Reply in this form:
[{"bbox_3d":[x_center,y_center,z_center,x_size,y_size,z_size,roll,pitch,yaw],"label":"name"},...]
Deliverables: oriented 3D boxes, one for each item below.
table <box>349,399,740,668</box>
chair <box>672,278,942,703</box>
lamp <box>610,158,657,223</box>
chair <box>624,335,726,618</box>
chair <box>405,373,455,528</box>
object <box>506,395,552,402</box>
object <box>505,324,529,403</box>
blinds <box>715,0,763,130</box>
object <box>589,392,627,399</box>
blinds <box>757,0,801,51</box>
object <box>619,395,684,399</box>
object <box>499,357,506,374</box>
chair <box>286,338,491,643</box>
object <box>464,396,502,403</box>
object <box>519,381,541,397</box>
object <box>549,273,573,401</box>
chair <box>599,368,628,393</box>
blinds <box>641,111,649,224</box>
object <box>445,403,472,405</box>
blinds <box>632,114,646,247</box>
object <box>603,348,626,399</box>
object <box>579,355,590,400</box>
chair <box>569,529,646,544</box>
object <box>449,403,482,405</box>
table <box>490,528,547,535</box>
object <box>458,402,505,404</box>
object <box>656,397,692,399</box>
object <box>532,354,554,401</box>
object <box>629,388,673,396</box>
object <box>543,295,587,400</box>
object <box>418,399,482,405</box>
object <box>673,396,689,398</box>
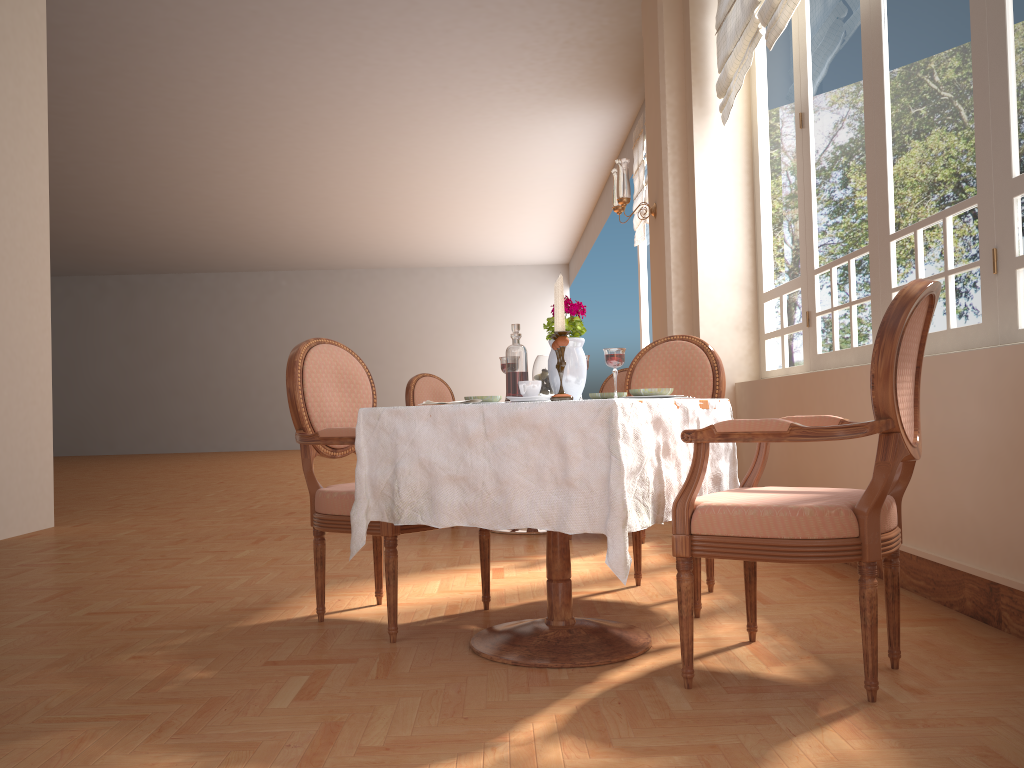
[{"bbox_3d":[0.123,0.391,2.514,0.829,0.680,0.836,-3,-2,33],"label":"table"},{"bbox_3d":[0.729,0.237,2.148,0.593,0.931,0.521,-3,-2,32],"label":"chair"},{"bbox_3d":[0.794,-1.248,5.777,0.274,0.362,0.320,-2,-2,-1],"label":"lamp"},{"bbox_3d":[0.494,0.277,3.109,0.521,0.931,0.593,-2,-2,32],"label":"chair"},{"bbox_3d":[-0.364,0.384,5.523,0.593,0.931,0.521,-3,-2,44],"label":"chair"},{"bbox_3d":[0.050,0.041,2.403,0.119,0.016,0.119,-2,-2,19],"label":"object"},{"bbox_3d":[0.013,-0.058,2.500,0.074,0.222,0.074,-1,-1,-22],"label":"object"},{"bbox_3d":[1.226,-2.177,4.833,0.072,1.376,0.844,-2,-1,0],"label":"blinds"},{"bbox_3d":[0.295,0.040,2.725,0.117,0.024,0.117,-1,-2,-22],"label":"object"},{"bbox_3d":[1.238,-2.276,4.008,0.085,1.235,0.787,-2,-1,-1],"label":"blinds"},{"bbox_3d":[0.373,0.036,2.372,0.171,0.005,0.171,0,-3,-41],"label":"object"},{"bbox_3d":[-0.005,-0.011,2.587,0.062,0.135,0.062,-2,-2,30],"label":"object"},{"bbox_3d":[-0.428,0.295,2.900,0.593,0.931,0.521,-3,-2,32],"label":"chair"},{"bbox_3d":[-0.088,0.050,2.720,0.117,0.024,0.117,-2,-2,9],"label":"object"},{"bbox_3d":[0.043,0.017,2.400,0.078,0.049,0.062,-1,-2,-29],"label":"object"},{"bbox_3d":[0.124,-0.117,2.290,0.059,0.325,0.177,-2,-1,-2],"label":"object"},{"bbox_3d":[0.581,0.359,5.547,0.521,0.931,0.593,-3,-2,44],"label":"chair"},{"bbox_3d":[1.307,-2.126,8.403,0.085,1.235,0.699,-2,-1,-1],"label":"blinds"},{"bbox_3d":[-0.165,0.058,2.598,0.125,0.006,0.027,-3,-2,32],"label":"object"},{"bbox_3d":[1.310,-2.070,9.192,0.038,1.292,0.689,-2,-1,-1],"label":"blinds"},{"bbox_3d":[0.274,-0.026,2.355,0.062,0.135,0.062,-2,-2,30],"label":"object"},{"bbox_3d":[0.201,-0.016,2.606,0.062,0.135,0.062,-2,-2,30],"label":"object"},{"bbox_3d":[0.622,0.324,4.559,0.593,0.931,0.521,-3,-2,44],"label":"chair"},{"bbox_3d":[-0.139,0.060,2.637,0.127,0.004,0.013,-3,-2,33],"label":"object"},{"bbox_3d":[0.107,0.481,5.035,0.829,0.677,0.831,-3,-2,44],"label":"table"},{"bbox_3d":[-0.088,0.061,2.720,0.171,0.005,0.171,-3,-2,36],"label":"object"},{"bbox_3d":[0.443,0.039,2.468,0.125,0.002,0.016,-3,-2,36],"label":"object"},{"bbox_3d":[0.105,-0.015,2.591,0.093,0.138,0.093,-2,-2,27],"label":"object"},{"bbox_3d":[0.373,0.025,2.372,0.117,0.024,0.117,-3,-3,40],"label":"object"},{"bbox_3d":[0.149,-0.104,2.476,0.124,0.302,0.143,-2,-1,-2],"label":"object"},{"bbox_3d":[-0.200,0.050,2.437,0.234,0.012,0.095,-3,-2,37],"label":"object"},{"bbox_3d":[0.428,0.038,2.453,0.127,0.004,0.013,-3,-2,36],"label":"object"}]
